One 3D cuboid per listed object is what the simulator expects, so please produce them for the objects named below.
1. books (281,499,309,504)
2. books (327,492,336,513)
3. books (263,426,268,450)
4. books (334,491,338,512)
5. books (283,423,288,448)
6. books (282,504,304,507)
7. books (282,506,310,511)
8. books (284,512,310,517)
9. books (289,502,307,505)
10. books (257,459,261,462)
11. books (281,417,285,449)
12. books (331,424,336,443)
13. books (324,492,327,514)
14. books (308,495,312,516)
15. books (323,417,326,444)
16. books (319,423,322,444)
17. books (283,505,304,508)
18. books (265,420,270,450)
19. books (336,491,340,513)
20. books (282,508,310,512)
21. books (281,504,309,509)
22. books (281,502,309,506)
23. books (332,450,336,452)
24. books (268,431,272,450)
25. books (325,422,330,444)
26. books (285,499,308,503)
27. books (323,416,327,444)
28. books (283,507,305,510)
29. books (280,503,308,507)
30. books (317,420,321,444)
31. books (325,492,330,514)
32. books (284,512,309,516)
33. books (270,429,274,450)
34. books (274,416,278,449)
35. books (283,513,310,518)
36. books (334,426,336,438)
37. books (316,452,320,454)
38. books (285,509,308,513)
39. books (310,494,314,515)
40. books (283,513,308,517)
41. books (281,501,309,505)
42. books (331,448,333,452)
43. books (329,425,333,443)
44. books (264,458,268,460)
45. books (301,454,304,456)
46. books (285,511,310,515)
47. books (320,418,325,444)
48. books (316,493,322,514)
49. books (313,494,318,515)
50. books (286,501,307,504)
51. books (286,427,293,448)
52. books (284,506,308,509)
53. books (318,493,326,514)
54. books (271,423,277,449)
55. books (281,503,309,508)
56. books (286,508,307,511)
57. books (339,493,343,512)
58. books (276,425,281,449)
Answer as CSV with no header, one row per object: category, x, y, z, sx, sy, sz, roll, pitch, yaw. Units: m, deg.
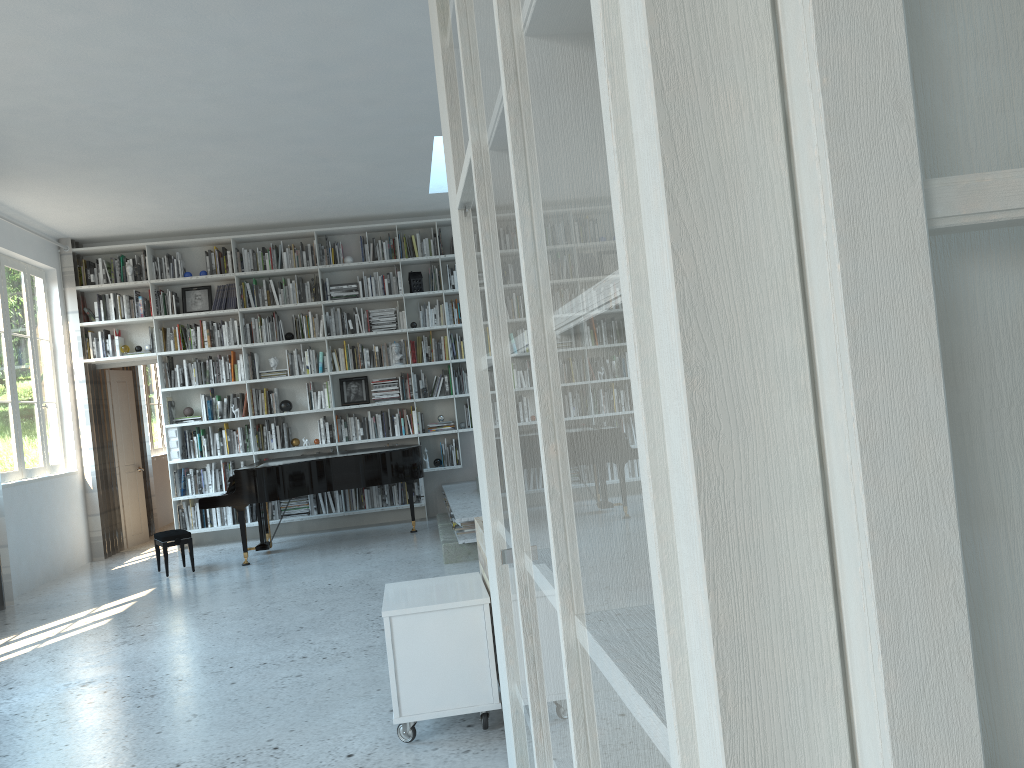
books,-2.267,1.229,9.280,0.285,0.005,0.159,-6,-1,-10
books,-1.899,1.209,9.319,0.073,0.276,0.181,-6,0,-7
books,-2.564,0.565,9.248,0.042,0.248,0.162,-6,0,-7
books,-1.851,1.213,9.338,0.025,0.259,0.132,-6,0,-7
books,-2.355,0.537,9.268,0.027,0.261,0.163,-6,0,-7
books,-2.267,1.262,9.284,0.254,0.006,0.161,-6,-1,-8
books,-2.259,1.299,9.275,0.285,0.007,0.159,-6,-1,-12
books,-2.254,1.368,9.277,0.254,0.007,0.161,-6,-1,-3
books,-2.269,1.246,9.286,0.254,0.006,0.161,-6,-1,-7
books,-2.622,0.928,9.250,0.012,0.285,0.159,-6,0,-7
books,-2.396,0.508,9.266,0.050,0.328,0.166,-6,0,-7
books,-1.873,0.518,9.337,0.024,0.201,0.158,-6,0,-7
books,-1.950,1.237,9.307,0.011,0.232,0.174,-6,0,-7
books,-2.110,1.242,9.287,0.012,0.254,0.161,-6,0,-7
books,-1.967,0.489,9.332,0.010,0.277,0.155,-6,0,-7
books,-2.004,0.519,9.332,0.015,0.225,0.148,-6,0,-7
books,-2.266,1.273,9.286,0.254,0.006,0.161,-6,-1,-7
books,-2.540,0.530,9.250,0.014,0.313,0.166,-6,0,-7
books,-1.823,1.209,9.310,0.024,0.260,0.189,-6,0,-7
books,-2.258,1.313,9.277,0.285,0.007,0.159,-6,-1,-11
books,-2.263,1.279,9.287,0.285,0.007,0.159,-6,-1,-7
books,-2.268,1.251,9.284,0.285,0.005,0.159,-6,-1,-8
books,-1.860,0.847,9.335,0.021,0.290,0.160,-6,0,-7
books,-2.515,0.586,9.257,0.024,0.196,0.157,-6,0,-7
books,-1.930,0.513,9.324,0.029,0.221,0.153,-6,0,-7
books,-2.267,1.224,9.276,0.254,0.006,0.161,-6,-1,-12
books,-1.956,0.481,9.330,0.014,0.291,0.132,-6,0,-7
books,-2.261,1.292,9.284,0.254,0.007,0.161,-6,-1,-6
books,-2.268,1.256,9.284,0.285,0.005,0.159,-6,-1,-6
books,-2.018,0.506,9.323,0.012,0.254,0.161,-6,0,-7
books,-1.940,1.214,9.301,0.012,0.274,0.180,-6,0,-7
books,-2.256,1.354,9.284,0.254,0.007,0.161,-6,-1,-6
books,-2.493,0.574,9.256,0.021,0.215,0.172,-6,0,-7
books,-2.459,0.509,9.283,0.013,0.339,0.138,-6,0,-7
books,-2.254,1.375,9.286,0.285,0.007,0.159,-6,-1,-7
books,-1.857,0.496,9.365,0.019,0.242,0.107,-6,0,-7
books,-2.026,0.862,9.328,0.025,0.294,0.134,-6,0,-7
books,-2.258,1.319,9.278,0.254,0.007,0.161,-6,-1,-11
books,-2.091,1.235,9.305,0.031,0.265,0.144,-6,0,-7
books,-2.256,1.361,9.286,0.254,0.007,0.161,-6,-1,-7
books,-2.269,1.240,9.277,0.285,0.005,0.159,-6,-1,-11
books,-1.877,0.833,9.323,0.013,0.320,0.173,-6,0,-7
books,-1.901,0.524,9.347,0.031,0.194,0.142,-6,0,-7
books,-2.552,0.919,9.255,0.013,0.288,0.161,-6,0,-7
books,-2.185,0.883,9.300,0.012,0.285,0.159,-6,0,-7
books,-2.256,1.347,9.277,0.285,0.007,0.159,-6,-1,-11
books,-1.983,0.494,9.316,0.027,0.269,0.159,-6,0,-7
books,-2.031,1.242,9.311,0.028,0.238,0.136,-6,0,-7
books,-2.056,1.263,9.296,0.029,0.202,0.178,-6,0,-7
books,-2.266,1.235,9.278,0.254,0.006,0.161,-6,-1,-3
books,-2.329,0.559,9.286,0.023,0.212,0.160,-6,0,-7
books,-2.262,1.286,9.284,0.285,0.007,0.159,-6,-1,-6
books,-1.988,1.230,9.305,0.062,0.253,0.177,-6,0,-7
books,-2.472,0.545,9.255,0.027,0.269,0.185,-6,0,-7
books,-2.266,1.267,9.282,0.285,0.005,0.159,-6,-1,-9
books,-2.260,1.306,9.284,0.254,0.007,0.161,-6,-1,-6
books,-1.797,1.247,9.329,0.024,0.180,0.171,-6,0,-7
books,-2.432,0.555,9.277,0.029,0.241,0.135,-6,0,-7
